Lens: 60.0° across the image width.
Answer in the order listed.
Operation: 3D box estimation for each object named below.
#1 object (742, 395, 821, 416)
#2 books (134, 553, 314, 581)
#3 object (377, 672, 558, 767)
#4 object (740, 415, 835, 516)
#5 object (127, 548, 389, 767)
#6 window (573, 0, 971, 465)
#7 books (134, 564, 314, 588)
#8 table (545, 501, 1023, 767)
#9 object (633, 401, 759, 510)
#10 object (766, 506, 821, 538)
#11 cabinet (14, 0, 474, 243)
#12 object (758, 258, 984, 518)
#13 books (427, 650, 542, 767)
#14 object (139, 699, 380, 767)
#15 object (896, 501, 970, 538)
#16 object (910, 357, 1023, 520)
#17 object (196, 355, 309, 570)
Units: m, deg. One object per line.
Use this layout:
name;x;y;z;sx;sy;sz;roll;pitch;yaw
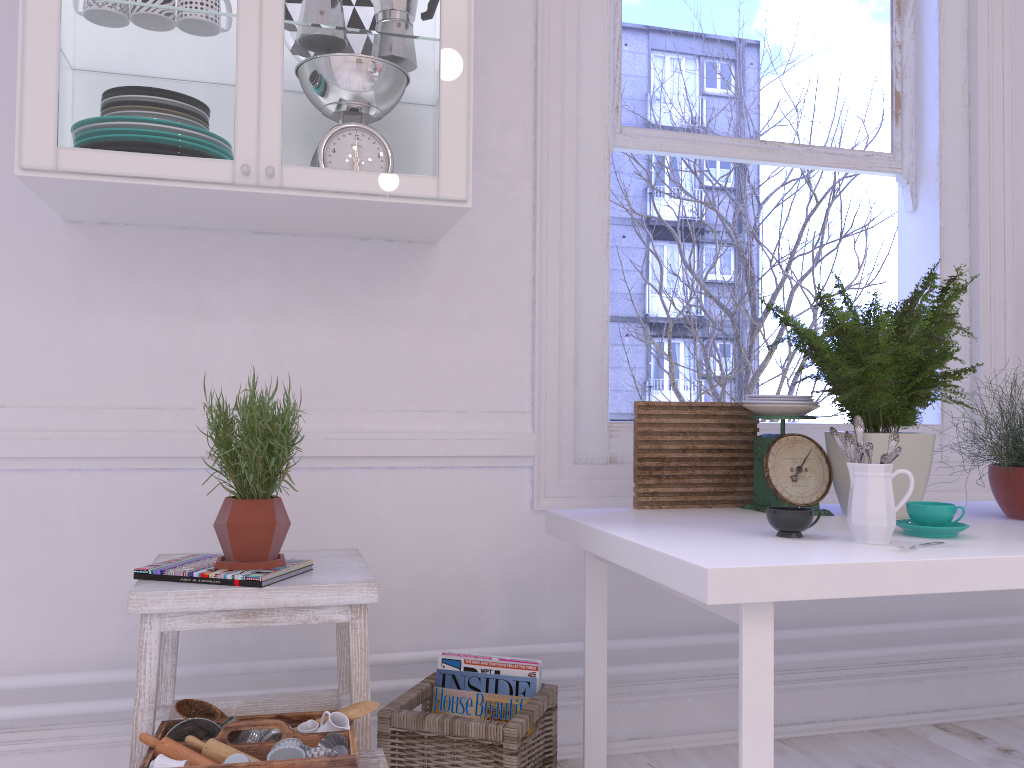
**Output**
object;0.585;0.046;1.929;0.164;0.047;0.163;-1;-2;34
books;-0.506;0.323;1.572;0.246;0.007;0.180;0;-2;15
object;-0.080;0.748;1.734;0.276;0.270;0.276;0;-2;18
object;0.591;0.173;1.916;0.159;0.208;0.185;1;-2;-15
object;-0.447;0.605;1.546;0.418;0.534;0.599;1;-2;-15
window;0.725;-0.671;2.532;1.234;1.782;0.181;1;-2;-15
books;-0.506;0.332;1.572;0.246;0.011;0.180;0;-2;15
table;0.895;0.582;1.739;1.514;0.619;0.736;1;-2;-15
object;0.413;0.158;1.979;0.294;0.237;0.028;1;-2;-15
object;0.477;0.237;1.519;0.082;0.048;0.079;-1;-2;35
cabinet;-0.517;-1.010;1.856;0.823;1.311;0.425;1;-2;-15
object;0.762;0.011;1.848;0.438;0.527;0.368;1;-2;-15
books;-0.075;0.715;1.747;0.221;0.306;0.205;0;-2;18
object;-0.377;0.558;1.352;0.358;0.110;0.211;1;-2;-13
object;0.734;0.237;1.555;0.121;0.055;0.121;0;-2;25
object;1.131;0.113;1.844;0.668;0.367;0.531;0;-2;9
object;-0.450;0.136;1.582;0.196;0.367;0.186;0;-2;30
